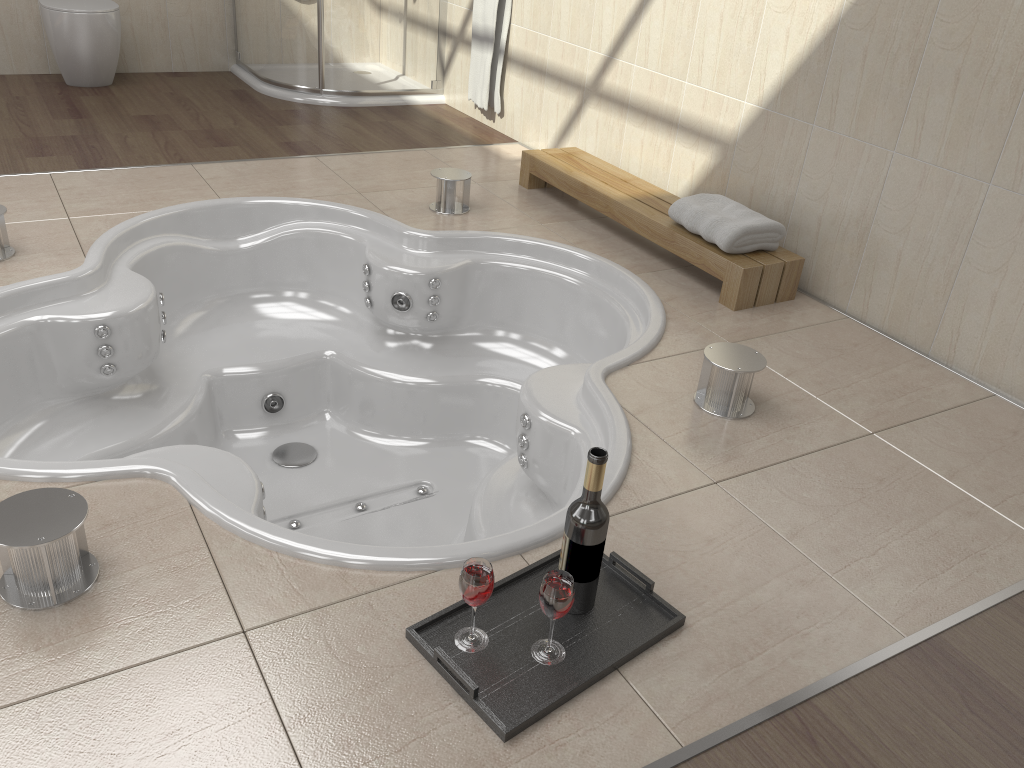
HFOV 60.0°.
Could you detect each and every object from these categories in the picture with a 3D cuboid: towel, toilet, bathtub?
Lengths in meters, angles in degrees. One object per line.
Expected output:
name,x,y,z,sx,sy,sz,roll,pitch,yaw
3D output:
towel,-0.111,-1.621,4.181,0.083,0.635,0.280,-12,34,-28
towel,0.677,-0.519,2.831,0.233,0.099,0.331,-9,33,-25
toilet,-2.098,-1.667,4.350,0.337,0.388,0.519,-12,34,-28
bathtub,-0.527,0.111,2.532,1.754,0.674,1.751,12,30,10

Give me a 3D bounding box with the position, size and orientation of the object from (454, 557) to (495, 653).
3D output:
object,-0.059,0.344,1.385,0.055,0.153,0.055,-17,37,-34

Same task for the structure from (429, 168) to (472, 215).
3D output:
structure,-0.226,-0.706,3.248,0.150,0.131,0.150,-19,38,-37

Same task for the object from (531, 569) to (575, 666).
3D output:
object,0.064,0.362,1.377,0.055,0.153,0.055,-17,37,-34

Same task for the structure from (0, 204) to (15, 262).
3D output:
structure,-1.516,-0.431,2.533,0.150,0.131,0.150,17,31,19

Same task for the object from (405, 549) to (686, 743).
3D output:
object,0.062,0.392,1.458,0.400,0.040,0.250,-19,38,-37

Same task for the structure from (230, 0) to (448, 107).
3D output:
structure,-0.887,-2.464,4.412,0.900,1.917,0.900,-12,34,-29

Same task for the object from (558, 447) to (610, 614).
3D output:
object,0.121,0.238,1.448,0.070,0.307,0.070,18,32,20

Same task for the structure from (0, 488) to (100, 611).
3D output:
structure,-0.761,0.266,1.440,0.150,0.131,0.150,-9,33,-25

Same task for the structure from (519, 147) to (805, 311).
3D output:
structure,0.468,-0.601,3.180,0.260,0.140,1.280,-12,34,-28

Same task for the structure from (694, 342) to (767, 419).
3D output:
structure,0.529,-0.009,2.156,0.150,0.131,0.150,-6,32,-20
